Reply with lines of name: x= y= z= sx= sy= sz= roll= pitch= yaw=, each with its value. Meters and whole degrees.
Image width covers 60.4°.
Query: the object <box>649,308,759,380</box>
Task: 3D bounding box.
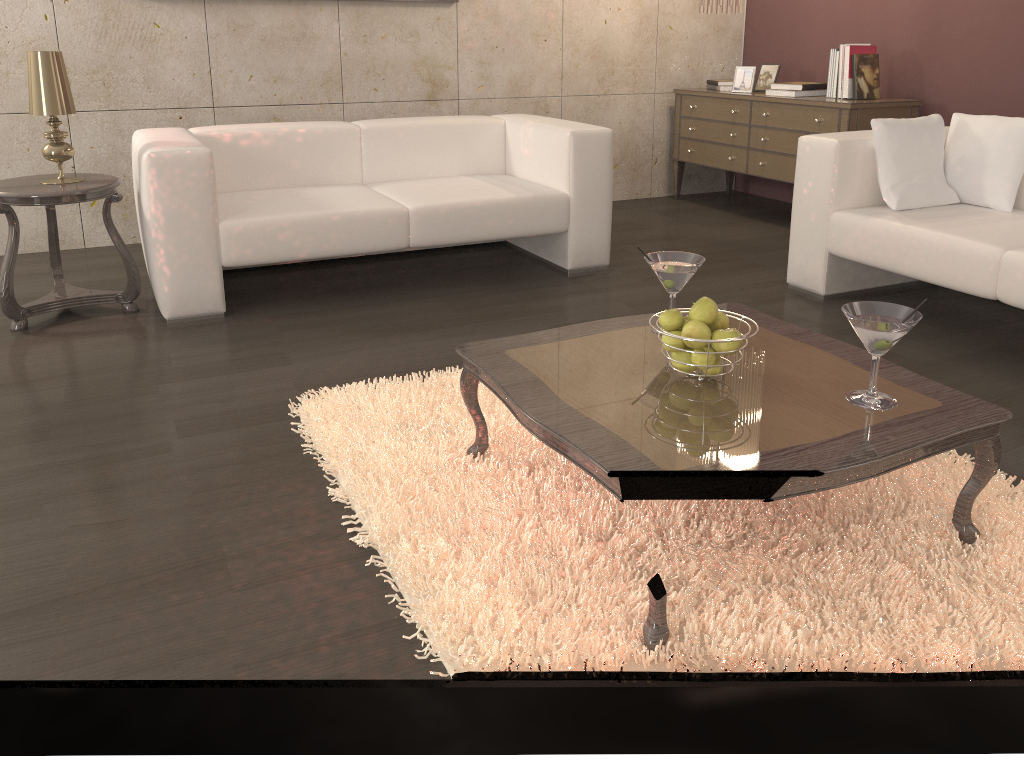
object: x=0.416 y=-0.076 z=1.929 sx=0.235 sy=0.115 sz=0.241 roll=7 pitch=21 yaw=19

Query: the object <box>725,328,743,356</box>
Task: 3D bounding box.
object: x=0.474 y=-0.092 z=1.924 sx=0.061 sy=0.060 sz=0.063 roll=10 pitch=21 yaw=28

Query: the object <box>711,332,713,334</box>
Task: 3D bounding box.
object: x=0.449 y=-0.139 z=1.980 sx=0.054 sy=0.053 sz=0.055 roll=9 pitch=21 yaw=26

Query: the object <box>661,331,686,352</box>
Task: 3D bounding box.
object: x=0.351 y=-0.093 z=1.908 sx=0.053 sy=0.050 sz=0.055 roll=-7 pitch=20 yaw=-20

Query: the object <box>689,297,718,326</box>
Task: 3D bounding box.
object: x=0.413 y=-0.156 z=1.896 sx=0.063 sy=0.062 sz=0.064 roll=-9 pitch=20 yaw=-24

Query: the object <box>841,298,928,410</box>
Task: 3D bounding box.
object: x=0.742 y=-0.068 z=1.789 sx=0.153 sy=0.210 sz=0.154 roll=14 pitch=23 yaw=38

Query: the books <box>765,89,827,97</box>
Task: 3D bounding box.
books: x=1.657 y=-1.685 z=5.086 sx=0.310 sy=0.034 sz=0.230 roll=-12 pitch=24 yaw=-28

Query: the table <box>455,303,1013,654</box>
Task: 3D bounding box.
table: x=0.432 y=0.123 z=1.993 sx=0.911 sy=0.293 sz=0.939 roll=-10 pitch=23 yaw=-25

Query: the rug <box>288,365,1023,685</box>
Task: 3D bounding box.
rug: x=0.412 y=0.257 z=2.038 sx=1.518 sy=0.065 sz=2.055 roll=-10 pitch=23 yaw=-23

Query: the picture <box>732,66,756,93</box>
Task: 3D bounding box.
picture: x=1.412 y=-1.855 z=5.365 sx=0.129 sy=0.152 sz=0.052 roll=12 pitch=20 yaw=33

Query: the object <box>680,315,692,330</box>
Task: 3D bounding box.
object: x=0.392 y=-0.128 z=1.933 sx=0.046 sy=0.042 sz=0.046 roll=13 pitch=23 yaw=34

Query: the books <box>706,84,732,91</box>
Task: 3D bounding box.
books: x=1.393 y=-1.916 z=5.684 sx=0.201 sy=0.031 sz=0.285 roll=-2 pitch=21 yaw=-5

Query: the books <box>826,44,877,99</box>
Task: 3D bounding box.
books: x=1.853 y=-1.705 z=4.801 sx=0.205 sy=0.280 sz=0.183 roll=-8 pitch=19 yaw=-24

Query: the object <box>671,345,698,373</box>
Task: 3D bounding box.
object: x=0.382 y=-0.058 z=1.933 sx=0.068 sy=0.061 sz=0.071 roll=6 pitch=20 yaw=19

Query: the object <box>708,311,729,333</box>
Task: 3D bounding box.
object: x=0.451 y=-0.134 z=1.929 sx=0.050 sy=0.048 sz=0.047 roll=-4 pitch=19 yaw=-10

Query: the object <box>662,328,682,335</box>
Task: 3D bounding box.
object: x=0.358 y=-0.108 z=1.957 sx=0.044 sy=0.044 sz=0.046 roll=-12 pitch=22 yaw=-32

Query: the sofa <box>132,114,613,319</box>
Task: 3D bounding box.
sofa: x=-0.618 y=-0.857 z=4.042 sx=2.039 sy=0.631 sz=0.970 roll=-10 pitch=22 yaw=-24

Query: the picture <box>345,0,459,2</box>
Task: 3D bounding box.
picture: x=-1.086 y=-2.433 z=4.624 sx=1.726 sy=0.770 sz=0.054 roll=-10 pitch=18 yaw=-24

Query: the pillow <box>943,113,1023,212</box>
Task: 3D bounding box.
pillow: x=1.901 y=-0.904 z=3.560 sx=0.170 sy=0.350 sz=0.387 roll=-8 pitch=20 yaw=-25

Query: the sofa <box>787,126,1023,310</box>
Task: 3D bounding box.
sofa: x=2.175 y=-0.355 z=2.742 sx=0.949 sy=0.630 sz=2.863 roll=-9 pitch=23 yaw=-23

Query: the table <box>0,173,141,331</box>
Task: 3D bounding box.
table: x=-1.729 y=-0.526 z=3.426 sx=0.524 sy=0.505 sz=0.530 roll=-1 pitch=19 yaw=-2

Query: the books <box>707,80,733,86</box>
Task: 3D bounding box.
books: x=1.372 y=-1.942 z=5.673 sx=0.170 sy=0.026 sz=0.240 roll=-2 pitch=21 yaw=-5

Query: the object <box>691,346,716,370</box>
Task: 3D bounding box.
object: x=0.407 y=-0.055 z=1.871 sx=0.052 sy=0.046 sz=0.052 roll=-11 pitch=22 yaw=-29

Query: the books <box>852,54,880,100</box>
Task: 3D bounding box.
books: x=1.894 y=-1.646 z=4.717 sx=0.173 sy=0.230 sz=0.070 roll=-8 pitch=18 yaw=-24

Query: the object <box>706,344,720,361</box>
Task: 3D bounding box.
object: x=0.437 y=-0.064 z=1.966 sx=0.055 sy=0.053 sz=0.057 roll=-5 pitch=19 yaw=-13

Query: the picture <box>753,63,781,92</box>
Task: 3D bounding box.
picture: x=1.571 y=-1.887 z=5.426 sx=0.079 sy=0.166 sz=0.143 roll=-14 pitch=22 yaw=-38

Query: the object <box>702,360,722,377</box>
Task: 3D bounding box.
object: x=0.433 y=-0.036 z=1.909 sx=0.043 sy=0.042 sz=0.045 roll=-7 pitch=20 yaw=-20

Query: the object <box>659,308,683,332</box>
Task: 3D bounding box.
object: x=0.348 y=-0.140 z=1.927 sx=0.054 sy=0.050 sz=0.055 roll=-8 pitch=20 yaw=-23

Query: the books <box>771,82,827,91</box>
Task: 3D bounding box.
books: x=1.667 y=-1.723 z=5.091 sx=0.293 sy=0.033 sz=0.215 roll=-17 pitch=27 yaw=-37

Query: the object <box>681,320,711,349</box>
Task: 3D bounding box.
object: x=0.391 y=-0.105 z=1.872 sx=0.063 sy=0.059 sz=0.058 roll=12 pitch=22 yaw=32

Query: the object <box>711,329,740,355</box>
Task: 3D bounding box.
object: x=0.453 y=-0.090 z=1.872 sx=0.061 sy=0.053 sz=0.064 roll=-11 pitch=22 yaw=-30

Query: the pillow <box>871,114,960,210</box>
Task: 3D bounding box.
pillow: x=1.616 y=-0.894 z=3.536 sx=0.379 sy=0.347 sz=0.190 roll=-9 pitch=19 yaw=-25

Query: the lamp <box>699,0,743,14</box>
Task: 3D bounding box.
lamp: x=1.224 y=-3.272 z=4.250 sx=0.484 sy=2.747 sz=0.499 roll=3 pitch=16 yaw=11

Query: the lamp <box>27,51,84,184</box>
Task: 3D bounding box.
lamp: x=-1.728 y=-1.004 z=3.319 sx=0.159 sy=0.469 sz=0.165 roll=2 pitch=16 yaw=8

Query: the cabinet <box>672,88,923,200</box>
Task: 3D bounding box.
cabinet: x=1.610 y=-1.375 z=5.308 sx=0.535 sy=0.706 sz=1.572 roll=-8 pitch=22 yaw=-23

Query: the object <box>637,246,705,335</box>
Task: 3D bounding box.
object: x=0.408 y=-0.238 z=2.230 sx=0.153 sy=0.210 sz=0.155 roll=-11 pitch=21 yaw=-31
